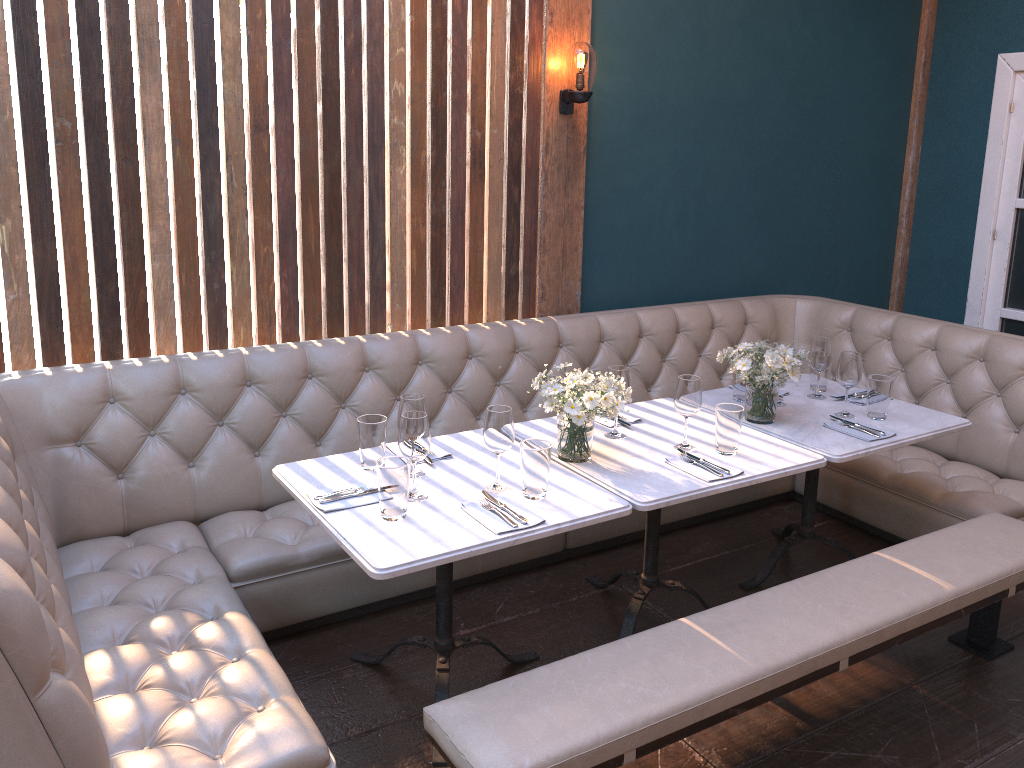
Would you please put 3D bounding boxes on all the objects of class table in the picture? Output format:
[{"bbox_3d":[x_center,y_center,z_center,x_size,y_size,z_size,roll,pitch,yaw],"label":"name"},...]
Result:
[{"bbox_3d":[0.492,0.519,3.097,0.801,0.663,0.808,-7,16,-30],"label":"table"},{"bbox_3d":[-0.204,0.619,2.677,0.801,0.663,0.807,-8,17,-32],"label":"table"},{"bbox_3d":[1.188,0.418,3.516,0.801,0.663,0.808,-7,16,-31],"label":"table"}]

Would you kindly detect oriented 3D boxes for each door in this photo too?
[{"bbox_3d":[4.943,0.156,1.915,0.174,2.178,8.268,-6,17,-31],"label":"door"}]

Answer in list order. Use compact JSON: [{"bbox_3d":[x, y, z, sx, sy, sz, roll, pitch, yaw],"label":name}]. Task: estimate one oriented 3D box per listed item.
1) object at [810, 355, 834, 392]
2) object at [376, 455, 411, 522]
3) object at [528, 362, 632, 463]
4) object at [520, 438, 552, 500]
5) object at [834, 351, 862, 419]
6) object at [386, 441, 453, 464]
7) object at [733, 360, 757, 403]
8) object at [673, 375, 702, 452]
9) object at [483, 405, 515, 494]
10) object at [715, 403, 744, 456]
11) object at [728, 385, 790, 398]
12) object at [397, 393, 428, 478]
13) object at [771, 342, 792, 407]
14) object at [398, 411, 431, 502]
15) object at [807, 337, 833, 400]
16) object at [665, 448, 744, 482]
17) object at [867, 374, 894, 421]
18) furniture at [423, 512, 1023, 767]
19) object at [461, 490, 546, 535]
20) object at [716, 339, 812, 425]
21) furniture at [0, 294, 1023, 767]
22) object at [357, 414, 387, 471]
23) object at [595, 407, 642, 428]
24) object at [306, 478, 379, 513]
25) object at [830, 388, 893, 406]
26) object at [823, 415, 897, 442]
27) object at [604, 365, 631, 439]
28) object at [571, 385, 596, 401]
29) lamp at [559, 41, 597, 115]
[{"bbox_3d":[1.282,-0.050,3.682,0.092,0.156,0.092,14,18,43],"label":"object"},{"bbox_3d":[-0.315,0.280,2.358,0.092,0.156,0.092,14,18,43],"label":"object"},{"bbox_3d":[0.219,0.087,2.821,0.329,0.305,0.341,4,14,10],"label":"object"},{"bbox_3d":[0.066,0.244,2.519,0.092,0.156,0.092,14,18,43],"label":"object"},{"bbox_3d":[1.265,0.002,3.333,0.092,0.241,0.093,4,13,10],"label":"object"},{"bbox_3d":[-0.294,0.215,2.853,0.158,0.018,0.258,-8,18,-30],"label":"object"},{"bbox_3d":[0.918,-0.010,3.509,0.092,0.156,0.092,14,18,43],"label":"object"},{"bbox_3d":[0.581,0.096,2.939,0.092,0.241,0.093,5,13,16],"label":"object"},{"bbox_3d":[-0.039,0.188,2.557,0.092,0.241,0.093,5,13,16],"label":"object"},{"bbox_3d":[0.710,0.151,2.909,0.092,0.156,0.092,14,18,43],"label":"object"},{"bbox_3d":[1.034,0.025,3.647,0.158,0.018,0.258,-8,18,-30],"label":"object"},{"bbox_3d":[-0.298,0.154,2.657,0.092,0.241,0.093,5,13,16],"label":"object"},{"bbox_3d":[1.045,-0.038,3.461,0.092,0.241,0.093,4,13,10],"label":"object"},{"bbox_3d":[-0.273,0.203,2.484,0.092,0.241,0.093,5,13,16],"label":"object"},{"bbox_3d":[1.242,-0.065,3.574,0.092,0.241,0.093,4,13,10],"label":"object"},{"bbox_3d":[0.592,0.249,2.800,0.158,0.018,0.258,-8,18,-30],"label":"object"},{"bbox_3d":[1.376,0.052,3.319,0.092,0.156,0.092,14,18,43],"label":"object"},{"bbox_3d":[0.857,0.815,2.556,2.336,0.394,0.316,-8,16,-31],"label":"furniture"},{"bbox_3d":[-0.037,0.342,2.416,0.158,0.018,0.258,-8,18,-30],"label":"object"},{"bbox_3d":[0.921,-0.019,3.261,0.337,0.305,0.333,7,15,23],"label":"object"},{"bbox_3d":[0.282,0.335,3.396,4.171,0.847,1.729,-8,17,-31],"label":"furniture"},{"bbox_3d":[-0.427,0.181,2.708,0.092,0.156,0.092,14,18,43],"label":"object"},{"bbox_3d":[0.372,0.119,3.255,0.158,0.018,0.258,-8,18,-30],"label":"object"},{"bbox_3d":[-0.442,0.307,2.507,0.256,0.018,0.159,-8,18,-30],"label":"object"},{"bbox_3d":[1.406,0.049,3.589,0.256,0.018,0.159,-8,18,-30],"label":"object"},{"bbox_3d":[1.237,0.154,3.198,0.158,0.018,0.258,-8,18,-30],"label":"object"},{"bbox_3d":[0.361,0.062,3.045,0.092,0.241,0.093,5,13,16],"label":"object"},{"bbox_3d":[0.251,0.083,3.117,0.092,0.156,0.092,14,18,43],"label":"object"},{"bbox_3d":[0.300,-1.382,4.000,0.147,0.316,0.180,-6,15,-31],"label":"lamp"}]
